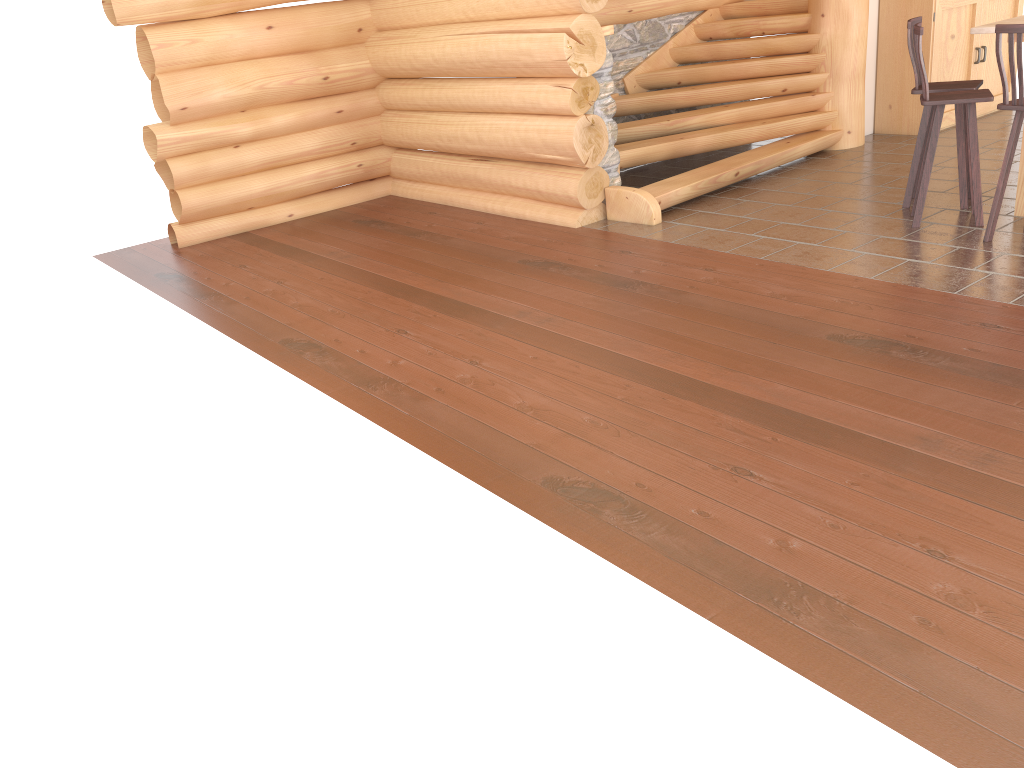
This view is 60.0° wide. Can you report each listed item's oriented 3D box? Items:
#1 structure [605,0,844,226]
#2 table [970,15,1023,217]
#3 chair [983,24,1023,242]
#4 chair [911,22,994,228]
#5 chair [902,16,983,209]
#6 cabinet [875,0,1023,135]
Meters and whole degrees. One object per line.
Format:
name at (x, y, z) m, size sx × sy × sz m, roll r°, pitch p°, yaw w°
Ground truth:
structure at (1.677, -2.868, 8.536) m, size 3.604 × 1.643 × 1.951 m, roll -26°, pitch 30°, yaw -36°
table at (4.546, -1.576, 5.215) m, size 1.196 × 1.257 × 3.220 m, roll -23°, pitch 28°, yaw -31°
chair at (3.228, -1.529, 5.428) m, size 0.504 × 1.319 × 0.406 m, roll -18°, pitch 26°, yaw -22°
chair at (2.966, -1.756, 6.020) m, size 0.504 × 1.319 × 0.406 m, roll 3°, pitch 26°, yaw 22°
chair at (3.128, -1.974, 6.465) m, size 0.504 × 1.319 × 0.406 m, roll 8°, pitch 28°, yaw 32°
cabinet at (4.623, -3.995, 9.236) m, size 1.847 × 2.403 × 0.670 m, roll -23°, pitch 28°, yaw -31°
